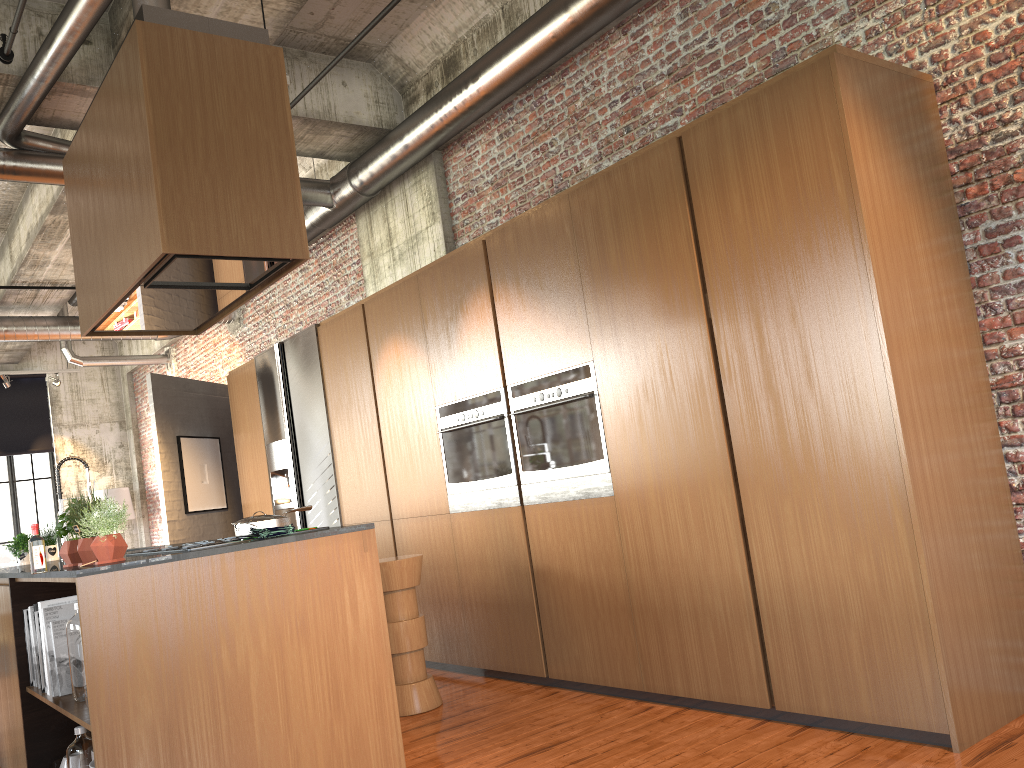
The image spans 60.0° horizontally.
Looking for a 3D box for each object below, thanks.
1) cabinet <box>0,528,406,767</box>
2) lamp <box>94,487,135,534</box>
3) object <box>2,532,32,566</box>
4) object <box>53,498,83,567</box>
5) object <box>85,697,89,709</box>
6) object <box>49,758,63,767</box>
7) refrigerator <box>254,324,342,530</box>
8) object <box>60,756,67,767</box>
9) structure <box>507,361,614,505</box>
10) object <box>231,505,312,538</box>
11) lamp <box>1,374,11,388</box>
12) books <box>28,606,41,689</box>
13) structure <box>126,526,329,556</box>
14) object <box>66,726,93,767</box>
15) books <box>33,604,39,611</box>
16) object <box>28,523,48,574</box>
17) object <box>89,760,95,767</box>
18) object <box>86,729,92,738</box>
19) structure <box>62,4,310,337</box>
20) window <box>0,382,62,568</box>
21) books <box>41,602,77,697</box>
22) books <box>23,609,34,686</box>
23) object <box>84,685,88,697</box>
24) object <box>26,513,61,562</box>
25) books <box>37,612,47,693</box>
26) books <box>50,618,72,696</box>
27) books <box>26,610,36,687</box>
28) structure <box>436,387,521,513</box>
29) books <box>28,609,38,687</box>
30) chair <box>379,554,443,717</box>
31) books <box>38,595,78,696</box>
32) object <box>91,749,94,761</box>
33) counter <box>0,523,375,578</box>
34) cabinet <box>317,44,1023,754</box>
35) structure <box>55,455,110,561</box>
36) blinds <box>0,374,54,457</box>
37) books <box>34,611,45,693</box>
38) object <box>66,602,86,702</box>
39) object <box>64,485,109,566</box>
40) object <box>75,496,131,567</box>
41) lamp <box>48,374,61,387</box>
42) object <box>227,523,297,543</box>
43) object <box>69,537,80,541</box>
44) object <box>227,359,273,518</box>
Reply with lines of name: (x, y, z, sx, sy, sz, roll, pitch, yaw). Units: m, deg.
cabinet: (-2.323, 1.677, 5.332, 1.243, 1.240, 4.378, -4, -7, -37)
lamp: (-6.950, 2.975, 15.623, 0.693, 2.237, 0.709, -7, -5, -15)
object: (-3.822, 1.286, 6.917, 0.236, 0.257, 0.232, -8, -5, 1)
object: (-2.044, 0.691, 4.141, 0.178, 0.310, 0.173, -5, -6, -32)
object: (-1.665, 1.304, 3.641, 0.155, 0.075, 0.154, -13, -8, 40)
object: (-2.261, 1.998, 4.564, 0.216, 0.127, 0.218, -3, -8, -42)
refrigerator: (-1.578, 1.056, 8.880, 1.210, 3.042, 1.523, -5, -6, -37)
object: (-2.135, 1.938, 4.335, 0.181, 0.243, 0.181, -9, -5, 10)
structure: (0.258, 0.330, 5.475, 0.079, 0.792, 0.863, -5, -6, -37)
object: (-1.202, 0.697, 4.500, 0.331, 0.120, 0.731, -8, -6, -2)
lamp: (-8.315, -0.034, 14.570, 0.102, 0.250, 0.165, -9, -5, 7)
books: (-2.312, 1.331, 4.589, 0.293, 0.413, 0.102, -4, -6, -38)
structure: (-1.468, 0.796, 4.498, 0.677, 0.019, 1.101, -3, -8, -37)
object: (-1.951, 1.784, 4.051, 0.137, 0.431, 0.138, -6, -5, -26)
books: (-2.239, 1.302, 4.485, 0.284, 0.427, 0.050, -4, -6, -38)
object: (-1.982, 0.686, 3.697, 0.056, 0.208, 0.056, -5, -6, -37)
object: (-1.547, 1.521, 3.607, 0.315, 0.032, 0.314, -11, -7, 21)
object: (-2.100, 1.861, 4.501, 0.137, 0.421, 0.138, -6, -5, -26)
structure: (-1.763, -0.976, 4.596, 0.662, 1.123, 1.635, -4, -7, -37)
window: (-9.138, 1.686, 15.083, 2.576, 3.426, 0.051, -4, -6, -38)
books: (-2.088, 1.265, 4.291, 0.293, 0.413, 0.102, -4, -6, -38)
books: (-2.419, 1.370, 4.710, 0.284, 0.395, 0.036, -4, -6, -38)
object: (-1.670, 1.266, 3.644, 0.154, 0.091, 0.156, -3, -8, -42)
object: (-3.658, 1.211, 7.027, 0.305, 0.380, 0.363, -8, -5, -4)
books: (-2.187, 1.306, 4.418, 0.284, 0.391, 0.036, -4, -6, -38)
books: (-2.059, 1.292, 4.257, 0.246, 0.346, 0.085, -4, -6, -38)
books: (-2.388, 1.365, 4.686, 0.284, 0.391, 0.036, -4, -6, -38)
structure: (-0.276, 0.487, 6.187, 0.079, 0.792, 0.863, -5, -6, -37)
books: (-2.364, 1.354, 4.659, 0.284, 0.399, 0.036, -4, -6, -38)
chair: (-0.720, 1.623, 5.778, 0.411, 0.960, 0.410, -8, -5, -7)
books: (-2.143, 1.266, 4.351, 0.284, 0.442, 0.059, -4, -6, -38)
object: (-1.763, 1.798, 3.993, 0.208, 0.340, 0.209, -9, -5, 11)
counter: (-2.403, 1.125, 5.375, 1.243, 0.174, 4.380, -3, -8, -37)
cabinet: (0.361, 0.461, 6.100, 0.858, 3.037, 5.363, -5, -7, -37)
structure: (-3.153, 0.892, 6.508, 0.360, 0.747, 0.169, -5, -6, -38)
blinds: (-9.198, 0.549, 15.029, 2.440, 1.460, 0.151, -4, -6, -37)
books: (-2.218, 1.311, 4.442, 0.284, 0.395, 0.036, -4, -6, -38)
object: (-1.934, 1.204, 4.013, 0.137, 0.431, 0.138, -6, -5, -26)
object: (-1.898, 0.621, 3.955, 0.196, 0.366, 0.187, -8, -5, 2)
object: (-1.733, 0.620, 3.776, 0.221, 0.283, 0.211, -5, -6, -29)
lamp: (-7.753, -0.055, 15.064, 0.226, 0.214, 0.103, -9, -5, 3)
object: (-1.109, 0.657, 3.943, 0.185, 0.067, 0.392, -9, -6, 8)
object: (-3.504, 1.310, 7.096, 0.107, 0.157, 0.107, -8, -5, -3)
object: (-2.393, 1.267, 9.768, 0.858, 3.037, 0.914, -5, -6, -38)
